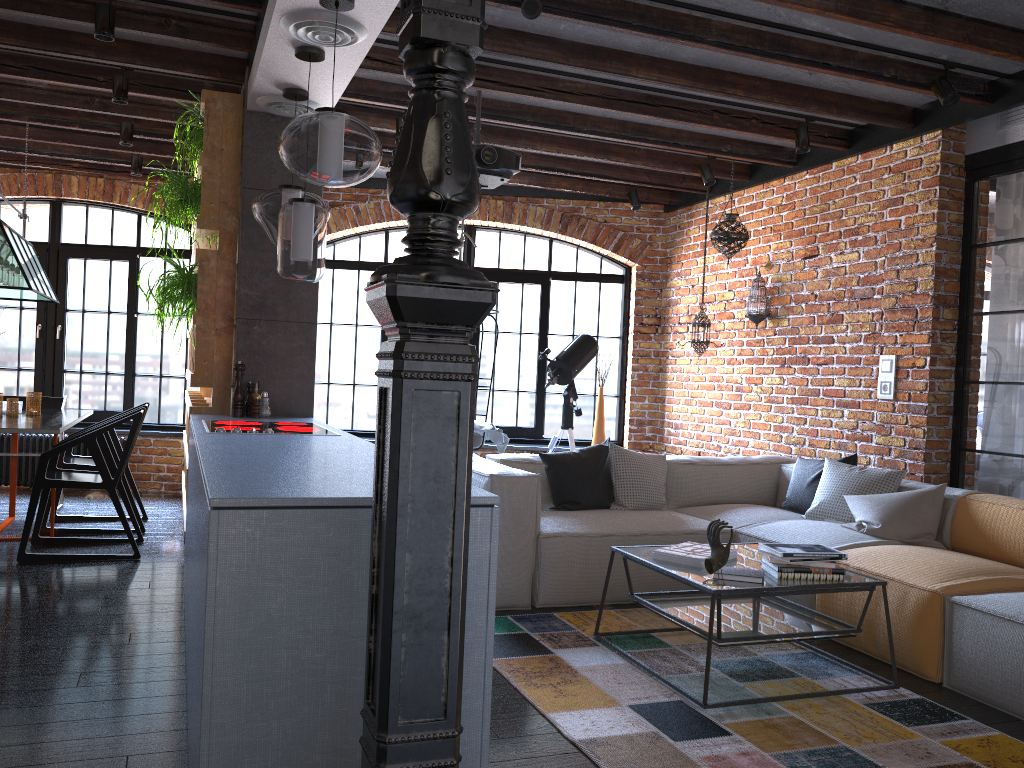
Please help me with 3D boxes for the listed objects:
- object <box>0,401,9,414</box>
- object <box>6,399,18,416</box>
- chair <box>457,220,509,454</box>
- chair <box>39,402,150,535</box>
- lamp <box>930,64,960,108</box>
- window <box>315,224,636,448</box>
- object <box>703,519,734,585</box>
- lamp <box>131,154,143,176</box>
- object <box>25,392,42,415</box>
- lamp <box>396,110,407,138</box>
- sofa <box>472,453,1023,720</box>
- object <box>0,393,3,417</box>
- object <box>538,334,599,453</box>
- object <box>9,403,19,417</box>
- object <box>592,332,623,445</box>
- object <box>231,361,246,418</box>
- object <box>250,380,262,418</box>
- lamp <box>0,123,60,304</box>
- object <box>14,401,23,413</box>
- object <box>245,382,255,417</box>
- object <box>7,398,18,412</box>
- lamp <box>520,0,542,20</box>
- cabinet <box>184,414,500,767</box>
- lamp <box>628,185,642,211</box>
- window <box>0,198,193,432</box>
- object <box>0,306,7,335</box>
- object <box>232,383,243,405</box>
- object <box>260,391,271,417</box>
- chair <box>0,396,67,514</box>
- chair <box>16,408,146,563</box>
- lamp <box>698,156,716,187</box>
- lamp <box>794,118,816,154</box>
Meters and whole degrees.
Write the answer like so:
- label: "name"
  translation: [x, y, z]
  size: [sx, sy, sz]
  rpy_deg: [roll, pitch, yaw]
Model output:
- label: "object"
  translation: [-3.139, 0.145, 5.488]
  size: [0.060, 0.073, 0.060]
  rpy_deg: [3, 1, 32]
- label: "object"
  translation: [-3.004, 0.139, 5.328]
  size: [0.061, 0.099, 0.061]
  rpy_deg: [3, 1, 17]
- label: "chair"
  translation: [-0.419, -0.582, 6.223]
  size: [0.682, 2.220, 0.802]
  rpy_deg: [3, 1, 25]
- label: "chair"
  translation: [-2.693, 0.527, 5.779]
  size: [0.610, 0.818, 0.495]
  rpy_deg: [2, 1, -21]
- label: "lamp"
  translation: [2.108, -1.441, 4.304]
  size: [0.094, 0.210, 0.150]
  rpy_deg: [2, 1, -19]
- label: "window"
  translation: [-0.413, -0.457, 7.855]
  size: [3.293, 2.233, 0.177]
  rpy_deg: [3, 1, -3]
- label: "object"
  translation: [0.734, 0.594, 3.144]
  size: [0.099, 0.223, 0.093]
  rpy_deg: [3, 1, 19]
- label: "lamp"
  translation: [-2.876, -1.700, 6.817]
  size: [0.112, 0.184, 0.082]
  rpy_deg: [3, 1, 38]
- label: "object"
  translation: [-2.947, 0.121, 5.464]
  size: [0.086, 0.140, 0.086]
  rpy_deg: [2, 1, -31]
- label: "lamp"
  translation: [-0.663, -1.586, 5.464]
  size: [0.116, 0.188, 0.083]
  rpy_deg: [3, 1, 32]
- label: "sofa"
  translation: [1.233, 0.804, 4.018]
  size: [2.536, 0.697, 3.300]
  rpy_deg: [2, 1, -21]
- label: "object"
  translation: [-3.015, 0.120, 5.170]
  size: [0.086, 0.140, 0.086]
  rpy_deg: [3, 1, 42]
- label: "object"
  translation: [0.357, 0.331, 6.850]
  size: [0.570, 1.471, 0.616]
  rpy_deg: [3, 1, 5]
- label: "object"
  translation: [-2.938, 0.153, 5.235]
  size: [0.049, 0.080, 0.049]
  rpy_deg: [2, 1, -37]
- label: "object"
  translation: [0.820, 0.036, 7.640]
  size: [0.270, 1.054, 0.299]
  rpy_deg: [3, 1, 0]
- label: "object"
  translation: [-1.369, 0.025, 4.443]
  size: [0.061, 0.283, 0.061]
  rpy_deg: [2, 1, -7]
- label: "object"
  translation: [-1.287, 0.074, 4.486]
  size: [0.058, 0.192, 0.081]
  rpy_deg: [3, 1, 20]
- label: "lamp"
  translation: [-3.047, -1.174, 5.370]
  size: [0.465, 1.267, 1.258]
  rpy_deg: [2, 1, -21]
- label: "object"
  translation: [-3.108, 0.146, 5.569]
  size: [0.060, 0.073, 0.060]
  rpy_deg: [3, 1, 11]
- label: "object"
  translation: [-1.344, 0.077, 4.547]
  size: [0.048, 0.180, 0.048]
  rpy_deg: [2, 1, -38]
- label: "object"
  translation: [-3.043, 0.137, 5.404]
  size: [0.061, 0.099, 0.061]
  rpy_deg: [2, 1, -14]
- label: "lamp"
  translation: [0.080, -1.531, 3.517]
  size: [0.092, 0.201, 0.162]
  rpy_deg: [3, 1, -4]
- label: "cabinet"
  translation: [-0.849, 0.622, 3.234]
  size: [0.607, 0.844, 2.960]
  rpy_deg: [2, 1, -21]
- label: "lamp"
  translation: [0.999, -1.515, 7.221]
  size: [0.093, 0.208, 0.134]
  rpy_deg: [2, 1, -45]
- label: "window"
  translation: [-3.878, -0.611, 7.481]
  size: [3.145, 2.233, 0.177]
  rpy_deg: [3, 1, -3]
- label: "object"
  translation: [-3.030, -0.165, 4.979]
  size: [0.443, 0.708, 0.194]
  rpy_deg: [3, 1, -5]
- label: "object"
  translation: [-1.398, 0.075, 4.512]
  size: [0.048, 0.180, 0.048]
  rpy_deg: [3, 1, 29]
- label: "object"
  translation: [-1.270, 0.103, 4.545]
  size: [0.069, 0.135, 0.069]
  rpy_deg: [2, 1, -41]
- label: "chair"
  translation: [-3.405, 0.492, 6.146]
  size: [0.495, 0.818, 0.610]
  rpy_deg: [2, 1, -21]
- label: "chair"
  translation: [-2.413, 0.546, 5.037]
  size: [0.610, 0.818, 0.495]
  rpy_deg: [2, 1, -21]
- label: "lamp"
  translation: [1.370, -1.491, 6.227]
  size: [0.133, 0.208, 0.090]
  rpy_deg: [3, 1, 37]
- label: "lamp"
  translation: [1.731, -1.473, 5.268]
  size: [0.113, 0.194, 0.085]
  rpy_deg: [3, 1, 40]
